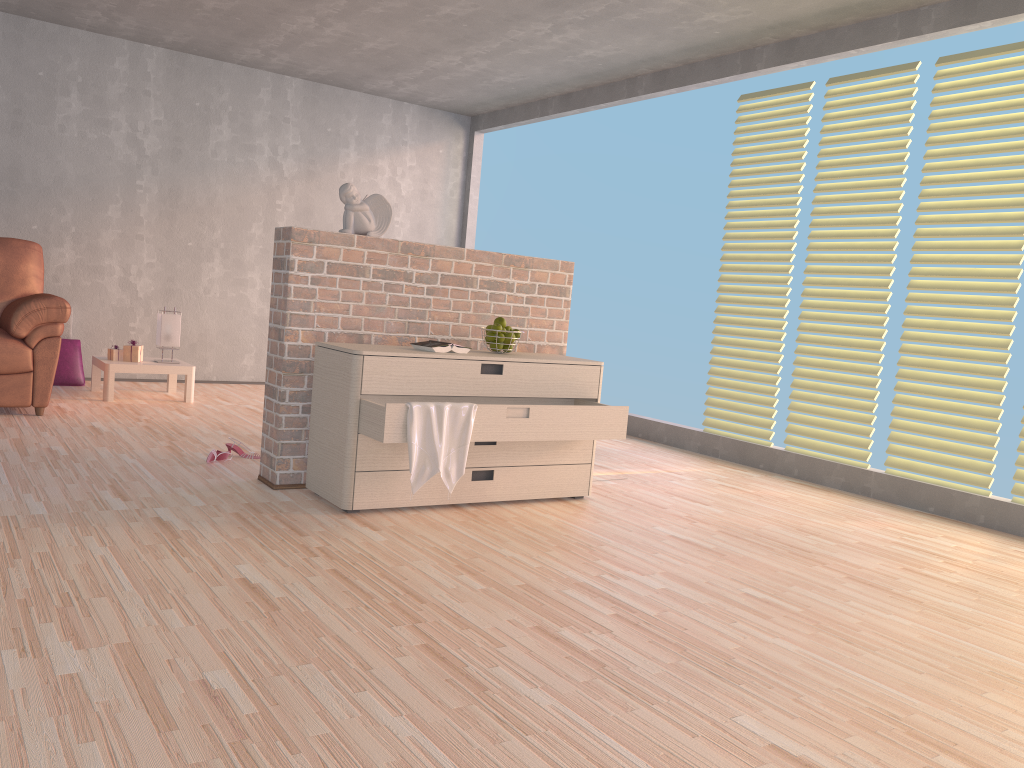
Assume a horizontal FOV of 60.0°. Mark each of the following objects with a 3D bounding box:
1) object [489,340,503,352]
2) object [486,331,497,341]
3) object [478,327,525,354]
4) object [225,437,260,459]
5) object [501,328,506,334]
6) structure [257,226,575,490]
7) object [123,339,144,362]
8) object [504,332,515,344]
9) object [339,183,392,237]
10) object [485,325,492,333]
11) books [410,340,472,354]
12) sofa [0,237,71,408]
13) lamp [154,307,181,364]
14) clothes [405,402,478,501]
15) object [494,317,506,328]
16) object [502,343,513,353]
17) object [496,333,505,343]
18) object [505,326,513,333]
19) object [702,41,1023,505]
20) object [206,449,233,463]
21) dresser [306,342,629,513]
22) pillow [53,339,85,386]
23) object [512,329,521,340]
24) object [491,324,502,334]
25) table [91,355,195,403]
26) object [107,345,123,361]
[{"bbox_3d":[-0.067,-0.167,3.818,0.060,0.055,0.059,6,5,11],"label":"object"},{"bbox_3d":[-0.088,-0.205,3.798,0.046,0.044,0.046,1,7,-38],"label":"object"},{"bbox_3d":[-0.050,-0.184,3.841,0.202,0.104,0.202,1,7,-41],"label":"object"},{"bbox_3d":[-1.270,0.304,4.201,0.188,0.085,0.069,6,5,5],"label":"object"},{"bbox_3d":[-0.044,-0.224,3.812,0.039,0.038,0.039,5,5,-5],"label":"object"},{"bbox_3d":[-0.385,-0.093,4.016,1.422,1.057,0.211,2,6,-34],"label":"structure"},{"bbox_3d":[-2.471,-0.219,5.789,0.099,0.147,0.102,5,5,-5],"label":"object"},{"bbox_3d":[-0.014,-0.197,3.804,0.057,0.057,0.057,5,5,-1],"label":"object"},{"bbox_3d":[-0.632,-0.732,3.750,0.216,0.218,0.131,1,6,-35],"label":"object"},{"bbox_3d":[-0.091,-0.231,3.839,0.049,0.053,0.054,5,5,-3],"label":"object"},{"bbox_3d":[-0.289,-0.153,3.612,0.209,0.040,0.146,0,7,-44],"label":"books"},{"bbox_3d":[-3.563,-0.404,4.601,2.202,0.923,0.981,2,6,-34],"label":"sofa"},{"bbox_3d":[-2.298,-0.328,5.928,0.140,0.376,0.140,2,6,-34],"label":"lamp"},{"bbox_3d":[-0.269,0.248,3.233,0.325,0.369,0.097,2,6,-33],"label":"clothes"},{"bbox_3d":[-0.052,-0.263,3.837,0.054,0.056,0.054,2,6,-34],"label":"object"},{"bbox_3d":[-0.019,-0.160,3.846,0.048,0.048,0.046,10,7,44],"label":"object"},{"bbox_3d":[-0.049,-0.196,3.782,0.038,0.040,0.039,3,6,-26],"label":"object"},{"bbox_3d":[-0.018,-0.232,3.857,0.039,0.043,0.043,10,7,41],"label":"object"},{"bbox_3d":[2.510,-0.453,3.716,0.044,2.114,4.372,2,6,-34],"label":"object"},{"bbox_3d":[-1.331,0.324,4.030,0.078,0.066,0.192,5,5,2],"label":"object"},{"bbox_3d":[0.054,0.191,3.791,1.686,0.612,0.605,2,6,-34],"label":"dresser"},{"bbox_3d":[-3.147,-0.150,6.139,0.327,0.326,0.241,1,7,-40],"label":"pillow"},{"bbox_3d":[0.016,-0.214,3.835,0.047,0.047,0.046,5,5,3],"label":"object"},{"bbox_3d":[-0.065,-0.235,3.780,0.046,0.045,0.046,2,6,-35],"label":"object"},{"bbox_3d":[-2.462,-0.034,5.909,0.548,0.241,0.548,2,6,-34],"label":"table"},{"bbox_3d":[-2.570,-0.206,5.812,0.080,0.105,0.152,7,6,24],"label":"object"}]
